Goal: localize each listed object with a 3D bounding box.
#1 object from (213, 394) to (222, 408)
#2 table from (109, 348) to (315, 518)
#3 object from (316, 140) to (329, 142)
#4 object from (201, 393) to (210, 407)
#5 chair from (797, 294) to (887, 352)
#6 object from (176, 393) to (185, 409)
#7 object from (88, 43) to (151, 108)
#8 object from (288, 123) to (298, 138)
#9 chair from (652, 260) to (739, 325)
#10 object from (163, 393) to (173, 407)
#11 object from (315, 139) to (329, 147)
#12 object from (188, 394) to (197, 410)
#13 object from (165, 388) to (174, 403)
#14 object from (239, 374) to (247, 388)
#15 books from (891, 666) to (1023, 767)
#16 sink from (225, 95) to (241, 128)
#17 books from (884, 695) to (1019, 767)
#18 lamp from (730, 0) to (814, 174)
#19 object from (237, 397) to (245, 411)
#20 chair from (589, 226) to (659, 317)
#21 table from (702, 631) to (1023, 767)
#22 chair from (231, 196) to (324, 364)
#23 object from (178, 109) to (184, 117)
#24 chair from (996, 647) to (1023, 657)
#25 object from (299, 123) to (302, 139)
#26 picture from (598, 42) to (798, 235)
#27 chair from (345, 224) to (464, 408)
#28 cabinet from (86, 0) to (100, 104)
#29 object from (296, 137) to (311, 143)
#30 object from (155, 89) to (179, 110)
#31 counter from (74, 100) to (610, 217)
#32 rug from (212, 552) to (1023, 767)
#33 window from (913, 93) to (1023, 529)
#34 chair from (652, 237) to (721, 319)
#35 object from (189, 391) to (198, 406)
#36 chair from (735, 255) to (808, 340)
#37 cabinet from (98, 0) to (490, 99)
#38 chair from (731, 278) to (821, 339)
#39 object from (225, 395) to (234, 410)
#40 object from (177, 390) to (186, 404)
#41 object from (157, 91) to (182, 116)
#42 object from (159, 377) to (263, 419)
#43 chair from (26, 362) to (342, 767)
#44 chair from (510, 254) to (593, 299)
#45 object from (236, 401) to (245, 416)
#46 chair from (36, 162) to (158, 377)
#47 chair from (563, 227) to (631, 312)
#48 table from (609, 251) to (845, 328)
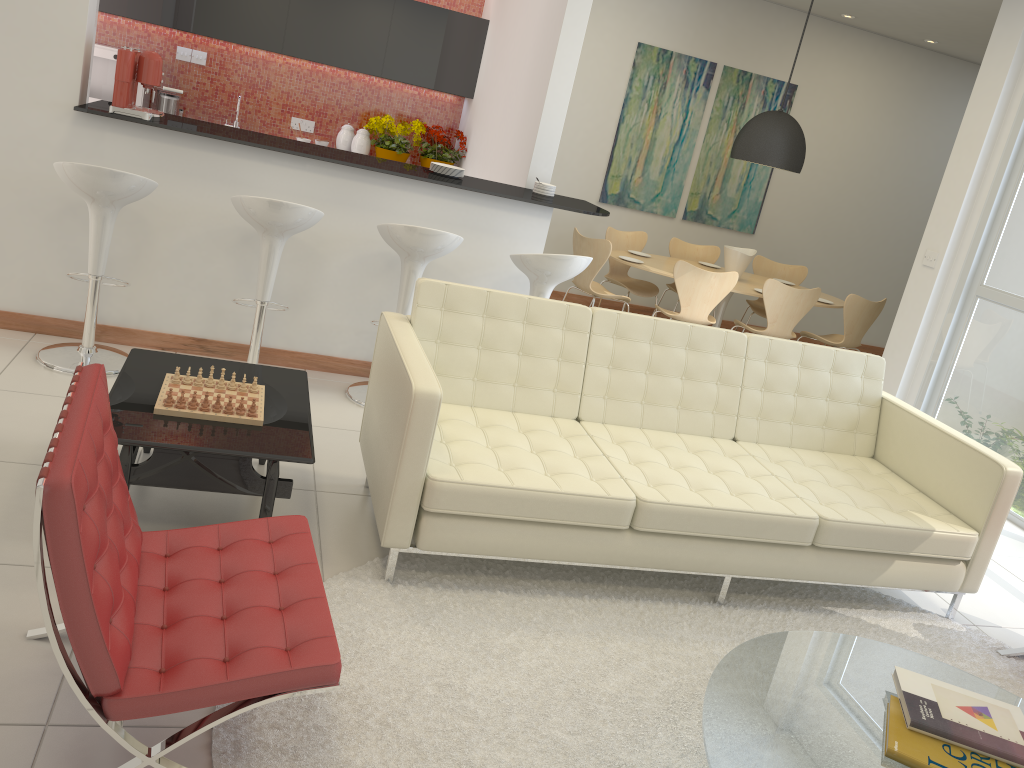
[{"bbox_3d":[-1.036,0.059,3.121,0.030,0.049,0.030,11,15,-10],"label":"object"},{"bbox_3d":[-1.139,0.249,3.302,0.699,0.417,0.932,8,17,-17],"label":"table"},{"bbox_3d":[-1.608,-2.069,7.531,0.008,0.008,0.237,16,17,10],"label":"object"},{"bbox_3d":[-1.073,0.054,3.109,0.030,0.049,0.030,11,15,-10],"label":"object"},{"bbox_3d":[2.678,-0.353,7.364,0.520,0.895,0.524,3,17,-34],"label":"chair"},{"bbox_3d":[-1.139,0.056,3.048,0.030,0.051,0.030,11,15,-10],"label":"object"},{"bbox_3d":[-3.227,-2.408,6.918,0.720,0.464,0.443,8,16,-17],"label":"object"},{"bbox_3d":[-1.789,-2.059,7.336,0.164,0.175,0.011,12,14,-4],"label":"object"},{"bbox_3d":[1.350,-0.518,6.891,0.520,0.895,0.524,11,15,-10],"label":"chair"},{"bbox_3d":[-1.177,0.054,3.038,0.030,0.043,0.030,11,15,-10],"label":"object"},{"bbox_3d":[-1.629,-2.033,7.558,0.122,0.083,0.121,25,19,35],"label":"object"},{"bbox_3d":[-1.101,0.060,3.060,0.030,0.054,0.030,11,15,-10],"label":"object"},{"bbox_3d":[-1.187,0.038,3.074,0.030,0.049,0.030,11,15,-10],"label":"object"},{"bbox_3d":[-1.018,-0.014,3.367,0.030,0.051,0.030,6,16,-25],"label":"object"},{"bbox_3d":[1.161,0.856,2.266,0.325,0.026,0.258,17,17,11],"label":"books"},{"bbox_3d":[-2.274,-2.109,7.307,0.806,0.530,0.423,8,16,-17],"label":"sink"},{"bbox_3d":[1.080,0.901,2.149,0.326,0.026,0.257,20,18,21],"label":"books"},{"bbox_3d":[2.272,-2.518,7.206,0.593,1.474,0.604,9,15,-16],"label":"lamp"},{"bbox_3d":[-0.960,0.069,3.145,0.030,0.049,0.030,11,15,-10],"label":"object"},{"bbox_3d":[1.032,-0.887,7.850,0.521,0.895,0.523,2,18,-37],"label":"chair"},{"bbox_3d":[1.040,1.180,1.950,1.317,0.399,1.563,8,17,-18],"label":"table"},{"bbox_3d":[-1.270,-0.476,4.548,0.456,1.007,0.471,12,14,-7],"label":"chair"},{"bbox_3d":[-2.709,-2.201,7.241,0.037,0.091,0.038,9,15,-18],"label":"object"},{"bbox_3d":[2.461,0.894,3.266,0.705,0.806,0.711,10,15,-12],"label":"chair"},{"bbox_3d":[-1.758,-2.070,7.392,0.009,0.193,0.141,-1,21,-46],"label":"object"},{"bbox_3d":[1.813,-2.339,8.589,1.734,1.487,0.020,8,15,-17],"label":"picture"},{"bbox_3d":[-0.580,-0.381,4.764,0.456,1.007,0.471,12,14,-7],"label":"chair"},{"bbox_3d":[-3.261,-1.804,4.770,1.633,2.490,1.074,9,15,-17],"label":"cabinet"},{"bbox_3d":[-1.738,-1.998,7.360,0.121,0.083,0.122,14,16,2],"label":"object"},{"bbox_3d":[-2.834,-2.290,7.264,0.172,0.212,0.174,13,15,0],"label":"object"},{"bbox_3d":[-0.826,-1.275,5.089,2.957,0.019,0.748,8,17,-17],"label":"counter"},{"bbox_3d":[0.809,1.095,2.741,3.319,0.004,2.484,8,17,-16],"label":"rug"},{"bbox_3d":[3.467,-0.189,4.306,0.121,2.677,3.490,9,16,-18],"label":"window"},{"bbox_3d":[1.635,-0.832,8.130,0.520,0.895,0.524,10,15,-13],"label":"chair"},{"bbox_3d":[-1.111,0.048,3.098,0.030,0.049,0.030,11,15,-10],"label":"object"},{"bbox_3d":[2.404,-0.688,8.249,0.522,0.895,0.522,15,15,6],"label":"chair"},{"bbox_3d":[-1.824,-3.023,7.213,3.234,0.651,0.357,8,15,-17],"label":"cabinet"},{"bbox_3d":[2.034,-0.416,7.077,0.520,0.895,0.524,9,15,-17],"label":"chair"},{"bbox_3d":[-0.998,0.064,3.133,0.030,0.049,0.030,11,15,-10],"label":"object"},{"bbox_3d":[-1.149,0.043,3.086,0.030,0.049,0.030,11,15,-10],"label":"object"},{"bbox_3d":[-2.739,-2.206,7.060,0.172,0.212,0.174,13,15,0],"label":"object"},{"bbox_3d":[-1.084,0.044,3.213,0.345,0.001,0.355,8,17,-17],"label":"object"},{"bbox_3d":[-0.807,0.467,2.166,0.704,0.806,0.711,7,16,-22],"label":"chair"},{"bbox_3d":[0.111,-0.286,4.982,0.456,1.007,0.472,5,17,-31],"label":"chair"},{"bbox_3d":[-0.950,0.082,3.107,0.030,0.051,0.030,11,15,-10],"label":"object"},{"bbox_3d":[-2.020,-0.580,4.314,0.456,1.007,0.471,12,14,-7],"label":"chair"},{"bbox_3d":[0.684,-0.744,7.120,0.515,0.895,0.529,4,17,-33],"label":"chair"},{"bbox_3d":[1.791,-0.572,7.701,2.256,0.719,1.301,8,17,-17],"label":"table"}]
